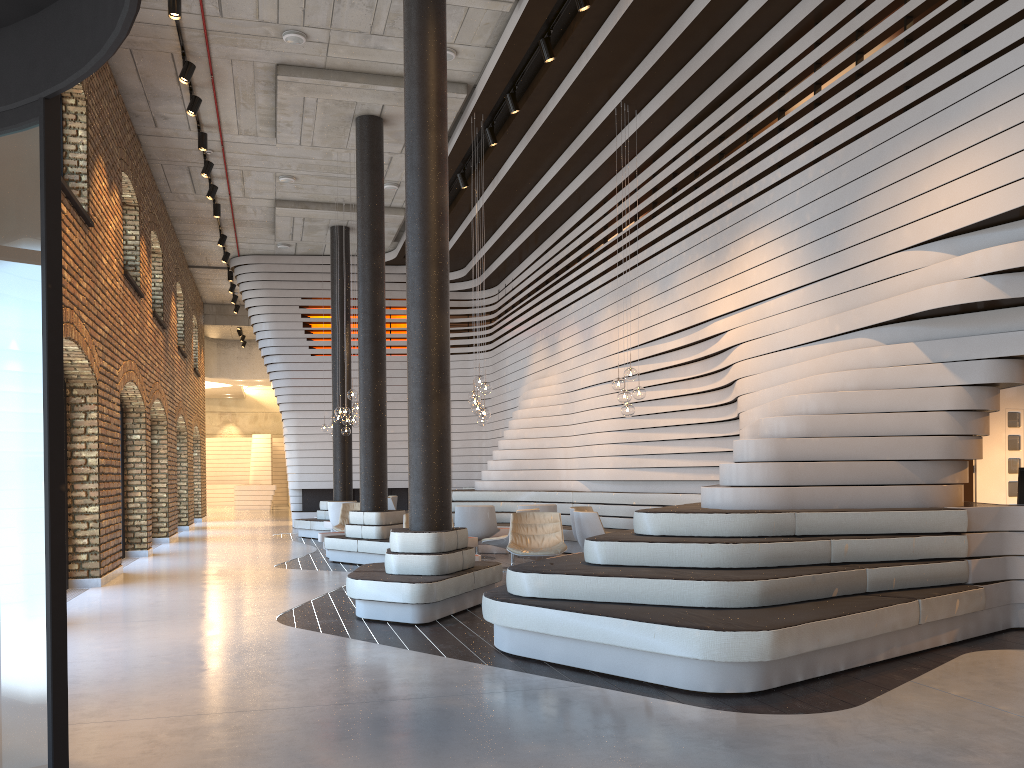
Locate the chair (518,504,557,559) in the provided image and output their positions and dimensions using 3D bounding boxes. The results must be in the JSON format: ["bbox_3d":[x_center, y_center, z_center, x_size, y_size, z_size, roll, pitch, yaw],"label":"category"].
[{"bbox_3d":[0.337,2.105,12.677,0.655,0.765,0.714,0,-3,-8],"label":"chair"}]

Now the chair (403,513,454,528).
[{"bbox_3d":[-0.895,1.823,9.797,0.654,0.765,0.715,0,-3,-14],"label":"chair"}]

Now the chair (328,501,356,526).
[{"bbox_3d":[-2.837,2.404,15.261,0.660,0.765,0.709,-2,-3,22],"label":"chair"}]

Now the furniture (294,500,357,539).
[{"bbox_3d":[-3.564,2.630,17.156,1.270,0.721,1.786,1,-5,-19],"label":"furniture"}]

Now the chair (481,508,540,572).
[{"bbox_3d":[-0.005,1.940,11.028,0.714,0.765,0.655,-2,-3,25],"label":"chair"}]

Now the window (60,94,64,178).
[{"bbox_3d":[-4.512,-2.483,8.416,0.125,1.449,1.581,-1,-3,-15],"label":"window"}]

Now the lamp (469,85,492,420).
[{"bbox_3d":[-0.461,-1.880,11.856,0.309,4.738,0.663,-1,0,-7],"label":"lamp"}]

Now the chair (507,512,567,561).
[{"bbox_3d":[0.271,1.794,9.638,0.656,0.765,0.712,-1,-3,1],"label":"chair"}]

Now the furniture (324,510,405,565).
[{"bbox_3d":[-1.625,2.092,12.115,1.269,0.721,1.787,4,-7,-44],"label":"furniture"}]

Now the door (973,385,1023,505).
[{"bbox_3d":[4.872,0.972,8.576,0.968,2.104,0.163,0,0,-15],"label":"door"}]

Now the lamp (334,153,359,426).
[{"bbox_3d":[-2.441,-1.699,13.322,0.541,4.671,0.295,-1,0,-30],"label":"lamp"}]

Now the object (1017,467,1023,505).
[{"bbox_3d":[4.263,0.908,6.840,0.599,0.553,0.367,-2,-2,26],"label":"object"}]

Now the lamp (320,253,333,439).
[{"bbox_3d":[-3.843,-1.141,18.631,0.277,4.625,0.541,0,0,34],"label":"lamp"}]

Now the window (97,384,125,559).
[{"bbox_3d":[-5.573,1.230,12.082,0.130,2.532,2.369,-1,-2,-15],"label":"window"}]

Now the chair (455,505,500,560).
[{"bbox_3d":[-0.504,2.101,12.545,0.657,0.765,0.712,-1,-3,5],"label":"chair"}]

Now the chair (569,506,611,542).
[{"bbox_3d":[1.096,1.952,11.260,0.715,0.765,0.654,-2,-3,29],"label":"chair"}]

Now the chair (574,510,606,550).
[{"bbox_3d":[1.075,1.847,10.232,0.708,0.766,0.660,0,-2,-15],"label":"chair"}]

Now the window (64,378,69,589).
[{"bbox_3d":[-4.573,0.843,8.410,0.130,2.532,2.369,-1,-2,-15],"label":"window"}]

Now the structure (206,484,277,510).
[{"bbox_3d":[-10.583,4.429,34.831,2.539,0.896,7.562,3,-7,-37],"label":"structure"}]

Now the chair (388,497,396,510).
[{"bbox_3d":[-2.228,2.640,17.623,0.709,0.766,0.660,0,-2,-10],"label":"chair"}]

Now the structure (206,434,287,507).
[{"bbox_3d":[-11.393,3.674,36.991,4.518,2.861,5.857,0,-5,-15],"label":"structure"}]

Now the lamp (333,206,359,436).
[{"bbox_3d":[-2.976,-1.377,15.868,0.277,4.625,0.541,0,0,37],"label":"lamp"}]

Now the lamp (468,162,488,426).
[{"bbox_3d":[-0.548,-1.671,13.793,0.292,4.671,0.546,-1,0,-20],"label":"lamp"}]

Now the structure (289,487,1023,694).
[{"bbox_3d":[0.181,2.141,13.799,5.752,0.925,18.351,1,-6,-19],"label":"structure"}]

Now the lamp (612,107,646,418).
[{"bbox_3d":[1.349,-1.944,10.606,0.335,4.711,0.528,0,0,37],"label":"lamp"}]

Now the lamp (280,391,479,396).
[{"bbox_3d":[1.867,-2.498,4.276,9.005,4.605,42.220,1,-6,-15],"label":"lamp"}]

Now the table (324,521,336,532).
[{"bbox_3d":[-2.974,2.682,16.030,0.904,0.370,0.415,0,-3,-7],"label":"table"}]

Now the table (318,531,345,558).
[{"bbox_3d":[-2.413,2.365,12.994,0.902,0.370,0.416,1,-4,-22],"label":"table"}]

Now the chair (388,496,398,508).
[{"bbox_3d":[-2.771,2.751,18.648,0.708,0.766,0.660,0,-2,-13],"label":"chair"}]

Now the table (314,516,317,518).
[{"bbox_3d":[-3.707,2.927,18.349,0.901,0.370,0.417,3,-5,-37],"label":"table"}]

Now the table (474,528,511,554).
[{"bbox_3d":[-0.296,2.389,13.458,0.909,0.370,0.413,-2,-3,18],"label":"table"}]

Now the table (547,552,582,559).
[{"bbox_3d":[0.656,1.908,8.859,0.902,0.370,0.417,4,-5,-42],"label":"table"}]

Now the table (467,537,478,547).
[{"bbox_3d":[-0.735,2.184,11.406,0.415,0.369,0.905,-2,-5,22],"label":"table"}]

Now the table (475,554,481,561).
[{"bbox_3d":[-0.791,1.939,9.013,0.903,0.370,0.416,0,-3,-12],"label":"table"}]

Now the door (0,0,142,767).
[{"bbox_3d":[-2.376,0.020,1.599,3.197,2.849,3.270,0,-3,-8],"label":"door"}]

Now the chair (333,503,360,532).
[{"bbox_3d":[-2.438,2.251,13.810,0.657,0.765,0.712,-1,-3,3],"label":"chair"}]

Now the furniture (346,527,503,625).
[{"bbox_3d":[-0.931,1.651,7.883,1.280,0.721,1.771,-2,-5,20],"label":"furniture"}]
